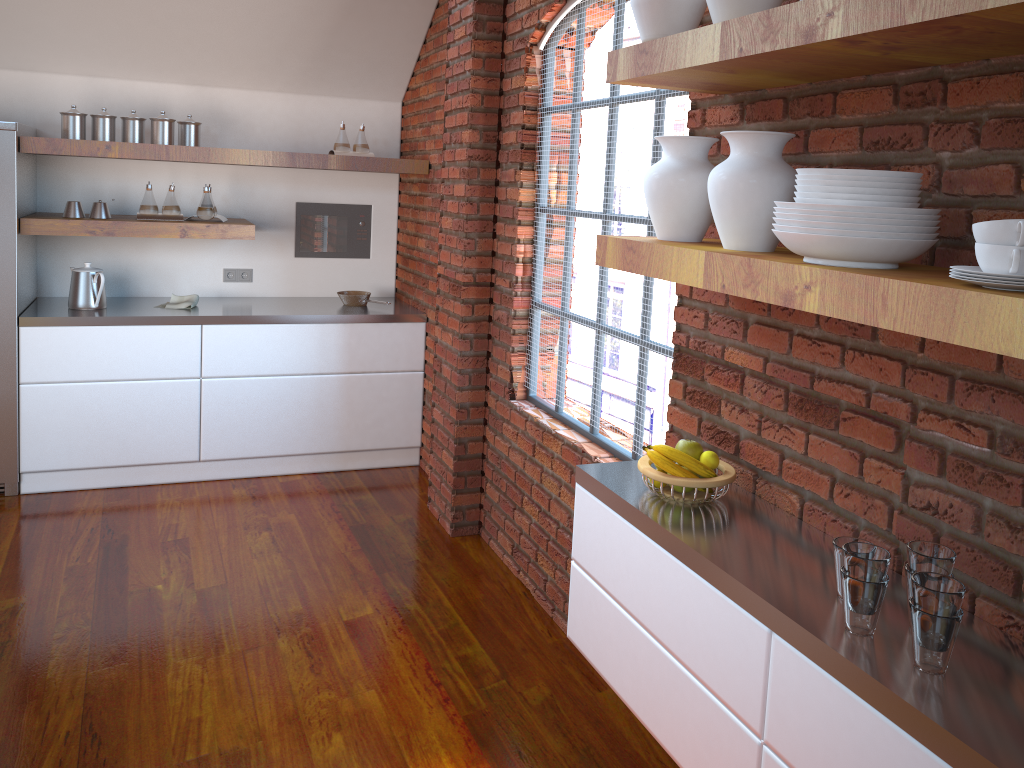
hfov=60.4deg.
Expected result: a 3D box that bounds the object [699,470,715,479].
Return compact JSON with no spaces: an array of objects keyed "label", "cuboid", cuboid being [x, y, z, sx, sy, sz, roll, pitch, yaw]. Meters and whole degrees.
[{"label":"object","cuboid":[0.463,0.223,2.157,0.070,0.068,0.069,1,9,-13]}]

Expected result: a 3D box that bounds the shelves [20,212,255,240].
[{"label":"shelves","cuboid":[-1.938,-0.834,4.639,1.065,0.075,0.667,-2,13,-22]}]

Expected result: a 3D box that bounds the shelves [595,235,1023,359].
[{"label":"shelves","cuboid":[0.650,-0.173,1.580,0.337,0.075,1.564,-2,13,-21]}]

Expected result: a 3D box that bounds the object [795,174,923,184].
[{"label":"object","cuboid":[0.620,-0.344,1.584,0.214,0.054,0.217,-4,14,-30]}]

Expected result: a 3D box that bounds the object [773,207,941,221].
[{"label":"object","cuboid":[0.617,-0.285,1.590,0.283,0.054,0.286,-7,16,-38]}]

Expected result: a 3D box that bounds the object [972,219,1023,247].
[{"label":"object","cuboid":[0.705,-0.208,1.256,0.100,0.058,0.093,-6,14,-38]}]

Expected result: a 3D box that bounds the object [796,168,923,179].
[{"label":"object","cuboid":[0.620,-0.354,1.583,0.214,0.054,0.217,-4,14,-30]}]

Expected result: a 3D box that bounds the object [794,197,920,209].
[{"label":"object","cuboid":[0.618,-0.304,1.588,0.214,0.054,0.217,-4,14,-30]}]

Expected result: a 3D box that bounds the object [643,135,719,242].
[{"label":"object","cuboid":[0.415,-0.471,2.134,0.193,0.246,0.195,5,9,17]}]

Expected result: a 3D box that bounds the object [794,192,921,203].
[{"label":"object","cuboid":[0.618,-0.314,1.587,0.214,0.054,0.217,-4,14,-30]}]

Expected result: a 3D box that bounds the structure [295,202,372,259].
[{"label":"structure","cuboid":[-1.079,-0.928,5.339,0.457,0.330,0.013,-1,7,-22]}]

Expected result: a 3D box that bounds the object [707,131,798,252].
[{"label":"object","cuboid":[0.515,-0.409,1.880,0.194,0.246,0.193,10,11,39]}]

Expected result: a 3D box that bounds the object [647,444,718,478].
[{"label":"object","cuboid":[0.407,0.190,2.089,0.184,0.084,0.067,6,9,16]}]

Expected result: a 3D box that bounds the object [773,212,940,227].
[{"label":"object","cuboid":[0.616,-0.276,1.591,0.283,0.054,0.286,-7,16,-38]}]

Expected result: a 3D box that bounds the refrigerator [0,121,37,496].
[{"label":"refrigerator","cuboid":[-2.859,-0.390,4.255,0.912,1.750,0.793,0,7,-22]}]

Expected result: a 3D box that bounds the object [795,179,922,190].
[{"label":"object","cuboid":[0.619,-0.335,1.585,0.214,0.054,0.217,-4,14,-30]}]

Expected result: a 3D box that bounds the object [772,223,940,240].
[{"label":"object","cuboid":[0.615,-0.254,1.593,0.283,0.054,0.286,-7,16,-38]}]

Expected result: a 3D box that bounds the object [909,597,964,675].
[{"label":"object","cuboid":[0.661,0.398,1.382,0.077,0.102,0.079,1,8,-10]}]

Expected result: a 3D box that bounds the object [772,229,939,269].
[{"label":"object","cuboid":[0.615,-0.244,1.594,0.283,0.054,0.286,-7,16,-38]}]

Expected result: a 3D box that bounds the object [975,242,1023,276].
[{"label":"object","cuboid":[0.708,-0.175,1.255,0.099,0.046,0.093,-3,13,-27]}]

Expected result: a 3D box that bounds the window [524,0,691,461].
[{"label":"window","cuboid":[3.644,0.276,0.894,3.634,9.764,17.708,-1,11,-31]}]

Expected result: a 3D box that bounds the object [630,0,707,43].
[{"label":"object","cuboid":[0.365,-0.841,2.065,0.180,0.102,0.184,6,11,14]}]

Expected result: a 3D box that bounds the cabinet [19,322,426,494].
[{"label":"cabinet","cuboid":[-1.545,0.016,4.868,1.983,0.807,0.723,-2,10,-22]}]

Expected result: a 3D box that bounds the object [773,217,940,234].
[{"label":"object","cuboid":[0.616,-0.266,1.592,0.283,0.054,0.286,-7,16,-38]}]

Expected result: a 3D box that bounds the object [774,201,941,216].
[{"label":"object","cuboid":[0.617,-0.295,1.589,0.283,0.054,0.286,-7,16,-38]}]

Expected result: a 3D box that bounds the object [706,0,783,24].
[{"label":"object","cuboid":[0.488,-0.787,1.853,0.180,0.102,0.184,6,11,14]}]

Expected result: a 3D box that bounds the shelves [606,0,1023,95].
[{"label":"shelves","cuboid":[0.673,-0.618,1.536,0.337,0.075,1.564,-2,13,-21]}]

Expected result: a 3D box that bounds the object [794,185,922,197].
[{"label":"object","cuboid":[0.619,-0.325,1.586,0.214,0.054,0.217,-4,14,-30]}]

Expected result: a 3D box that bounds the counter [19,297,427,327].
[{"label":"counter","cuboid":[-1.523,-0.408,4.825,1.983,0.044,0.728,-2,14,-22]}]

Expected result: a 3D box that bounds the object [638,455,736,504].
[{"label":"object","cuboid":[0.422,0.233,2.138,0.237,0.070,0.238,8,13,25]}]

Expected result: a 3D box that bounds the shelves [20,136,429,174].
[{"label":"shelves","cuboid":[-1.496,-1.227,4.769,1.977,0.075,0.667,-2,13,-22]}]

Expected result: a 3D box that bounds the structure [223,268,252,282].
[{"label":"structure","cuboid":[-1.611,-0.638,5.164,0.160,0.079,0.033,-2,8,-22]}]

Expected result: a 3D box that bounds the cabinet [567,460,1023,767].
[{"label":"cabinet","cuboid":[0.610,0.624,1.659,0.337,0.467,1.652,0,12,-22]}]

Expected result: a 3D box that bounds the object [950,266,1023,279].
[{"label":"object","cuboid":[0.711,-0.155,1.258,0.155,0.012,0.156,10,14,28]}]
